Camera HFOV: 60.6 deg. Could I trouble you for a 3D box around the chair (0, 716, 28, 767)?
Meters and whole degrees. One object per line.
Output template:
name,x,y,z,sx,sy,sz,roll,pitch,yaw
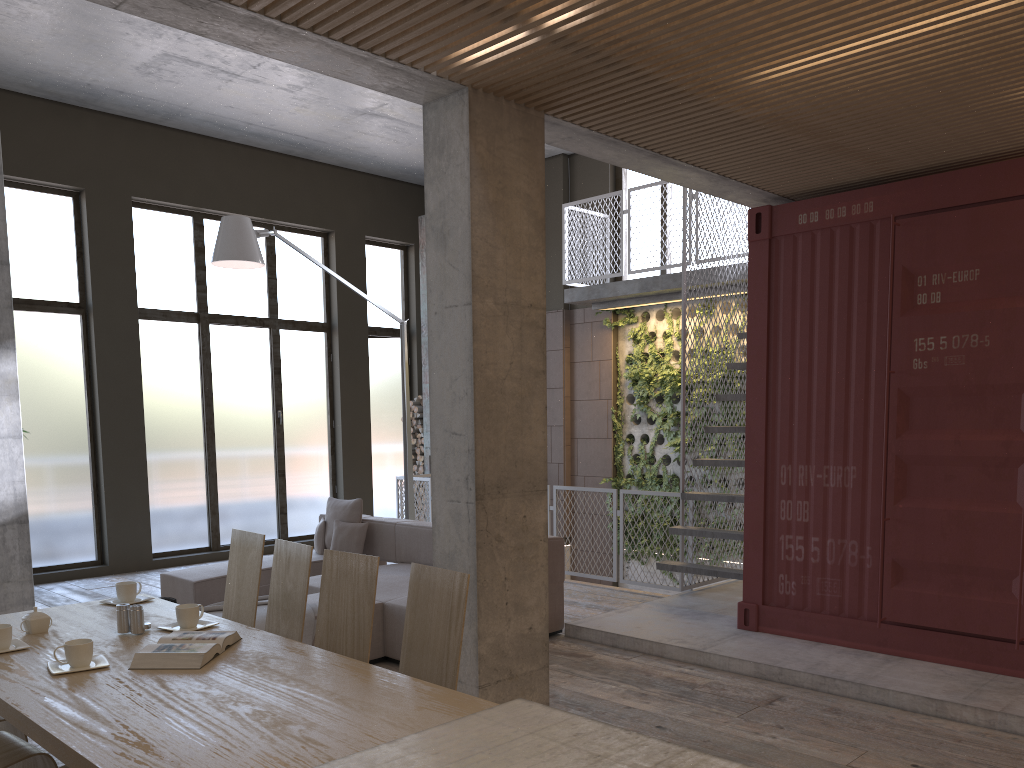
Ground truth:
chair,-2.304,1.293,3.342,0.347,1.208,0.717,5,7,45

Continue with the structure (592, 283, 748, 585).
structure,2.070,0.578,10.410,2.616,3.865,0.997,3,6,44

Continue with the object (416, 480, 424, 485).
object,-1.213,1.432,12.869,0.453,0.090,0.090,1,0,-44

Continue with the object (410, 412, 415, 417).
object,-1.300,0.445,12.819,0.093,0.084,0.477,1,0,44

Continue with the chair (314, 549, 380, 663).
chair,-0.879,1.274,3.341,0.347,1.208,0.717,4,6,42

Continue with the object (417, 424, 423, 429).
object,-1.211,0.615,12.775,0.362,0.068,0.121,1,-1,-44

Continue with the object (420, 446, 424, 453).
object,-1.169,0.945,12.745,0.088,0.109,0.363,2,1,44

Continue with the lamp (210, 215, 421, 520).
lamp,-1.585,0.356,8.393,0.753,3.463,2.608,3,5,32

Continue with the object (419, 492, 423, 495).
object,-1.157,1.572,12.883,0.090,0.090,0.453,1,0,44

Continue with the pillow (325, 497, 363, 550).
pillow,-1.616,1.351,8.311,0.220,0.563,0.561,-6,5,-43

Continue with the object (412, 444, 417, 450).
object,-1.342,0.920,12.900,0.093,0.084,0.477,1,0,44

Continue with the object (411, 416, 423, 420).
object,-1.284,0.498,12.826,0.114,0.080,0.433,0,-1,44

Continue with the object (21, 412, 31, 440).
object,-4.954,0.808,7.841,1.000,1.886,0.956,0,5,11

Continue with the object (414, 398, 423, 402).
object,-1.273,0.237,12.781,0.065,0.074,0.357,2,0,43

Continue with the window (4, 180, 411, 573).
window,-4.720,-0.015,9.856,0.208,4.214,9.164,5,3,43

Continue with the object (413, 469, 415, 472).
object,-1.334,1.256,12.943,0.088,0.057,0.331,-1,-1,44

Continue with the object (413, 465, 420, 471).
object,-1.252,1.223,12.885,0.090,0.090,0.453,1,0,43

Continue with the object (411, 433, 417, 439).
object,-1.329,0.772,12.940,0.092,0.094,0.435,1,0,44

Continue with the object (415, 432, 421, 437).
object,-1.256,0.754,12.903,0.101,0.087,0.361,1,0,44

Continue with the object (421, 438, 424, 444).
object,-1.122,0.823,12.753,0.091,0.093,0.435,1,0,44

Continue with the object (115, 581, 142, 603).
object,-1.821,0.984,4.156,0.093,0.089,0.116,-1,1,-2

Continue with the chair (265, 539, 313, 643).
chair,-1.228,1.293,3.707,0.718,1.209,0.346,-4,6,-40

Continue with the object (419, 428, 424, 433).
object,-1.177,0.680,12.766,0.066,0.086,0.423,2,0,42

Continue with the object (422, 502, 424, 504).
object,-1.137,1.712,12.862,0.071,0.073,0.421,1,0,44

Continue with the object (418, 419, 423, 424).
object,-1.190,0.548,12.784,0.067,0.072,0.421,1,0,44

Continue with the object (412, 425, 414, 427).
object,-1.342,0.594,12.870,0.088,0.057,0.331,-1,-1,44

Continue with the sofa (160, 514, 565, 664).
sofa,-1.691,1.613,6.941,2.992,0.793,2.999,-2,-2,45

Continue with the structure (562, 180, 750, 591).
structure,1.696,-0.040,9.145,3.671,4.364,3.018,2,4,45

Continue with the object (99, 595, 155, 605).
object,-1.820,1.026,4.147,0.185,0.014,0.184,-2,-3,31

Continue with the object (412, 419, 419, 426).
object,-1.260,0.560,12.813,0.090,0.090,0.453,1,0,43

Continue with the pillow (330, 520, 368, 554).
pillow,-1.504,1.443,8.068,0.376,0.377,0.167,0,5,18

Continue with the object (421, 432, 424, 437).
object,-1.150,0.735,12.756,0.071,0.073,0.421,1,0,44

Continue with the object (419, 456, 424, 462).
object,-1.134,1.078,12.775,0.093,0.084,0.477,1,0,44

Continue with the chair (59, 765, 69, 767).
chair,-1.561,1.256,2.657,0.347,1.208,0.717,5,7,45

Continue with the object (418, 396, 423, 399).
object,-1.211,0.197,12.752,0.087,0.056,0.331,-1,-1,44

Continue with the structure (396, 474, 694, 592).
structure,0.770,1.584,10.362,4.419,0.943,1.918,-3,-2,45

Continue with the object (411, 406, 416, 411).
object,-1.299,0.356,12.759,0.103,0.085,0.361,0,-1,44

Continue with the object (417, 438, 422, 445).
object,-1.181,0.834,12.818,0.090,0.090,0.453,1,0,44

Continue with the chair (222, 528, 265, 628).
chair,-1.544,1.313,4.105,0.718,1.208,0.347,-4,7,-41

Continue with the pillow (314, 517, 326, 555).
pillow,-1.846,1.490,8.509,0.151,0.380,0.366,-2,2,-12

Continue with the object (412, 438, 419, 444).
object,-1.254,0.838,12.863,0.093,0.084,0.477,1,0,44

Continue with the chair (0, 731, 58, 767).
chair,-1.978,1.273,2.954,0.347,1.208,0.716,4,6,40

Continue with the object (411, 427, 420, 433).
object,-1.367,0.670,12.861,0.293,0.108,0.098,0,1,-44

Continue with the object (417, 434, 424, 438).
object,-1.191,0.762,12.825,0.114,0.080,0.433,0,-1,44

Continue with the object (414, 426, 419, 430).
object,-1.281,0.632,12.850,0.064,0.075,0.358,2,0,43

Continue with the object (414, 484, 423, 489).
object,-1.246,1.500,12.935,0.093,0.084,0.477,1,0,44

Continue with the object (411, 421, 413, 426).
object,-1.347,0.573,12.863,0.093,0.084,0.477,1,0,44

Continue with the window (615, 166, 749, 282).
window,2.621,-2.057,9.929,3.559,1.767,0.109,-1,4,44

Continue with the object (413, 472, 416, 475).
object,-1.358,1.332,12.933,0.293,0.108,0.098,0,1,-44

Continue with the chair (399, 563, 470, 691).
chair,-0.524,1.255,2.982,0.718,1.209,0.346,-4,6,-40

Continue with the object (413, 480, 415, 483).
object,-1.321,1.434,13.013,0.092,0.094,0.435,1,0,44
